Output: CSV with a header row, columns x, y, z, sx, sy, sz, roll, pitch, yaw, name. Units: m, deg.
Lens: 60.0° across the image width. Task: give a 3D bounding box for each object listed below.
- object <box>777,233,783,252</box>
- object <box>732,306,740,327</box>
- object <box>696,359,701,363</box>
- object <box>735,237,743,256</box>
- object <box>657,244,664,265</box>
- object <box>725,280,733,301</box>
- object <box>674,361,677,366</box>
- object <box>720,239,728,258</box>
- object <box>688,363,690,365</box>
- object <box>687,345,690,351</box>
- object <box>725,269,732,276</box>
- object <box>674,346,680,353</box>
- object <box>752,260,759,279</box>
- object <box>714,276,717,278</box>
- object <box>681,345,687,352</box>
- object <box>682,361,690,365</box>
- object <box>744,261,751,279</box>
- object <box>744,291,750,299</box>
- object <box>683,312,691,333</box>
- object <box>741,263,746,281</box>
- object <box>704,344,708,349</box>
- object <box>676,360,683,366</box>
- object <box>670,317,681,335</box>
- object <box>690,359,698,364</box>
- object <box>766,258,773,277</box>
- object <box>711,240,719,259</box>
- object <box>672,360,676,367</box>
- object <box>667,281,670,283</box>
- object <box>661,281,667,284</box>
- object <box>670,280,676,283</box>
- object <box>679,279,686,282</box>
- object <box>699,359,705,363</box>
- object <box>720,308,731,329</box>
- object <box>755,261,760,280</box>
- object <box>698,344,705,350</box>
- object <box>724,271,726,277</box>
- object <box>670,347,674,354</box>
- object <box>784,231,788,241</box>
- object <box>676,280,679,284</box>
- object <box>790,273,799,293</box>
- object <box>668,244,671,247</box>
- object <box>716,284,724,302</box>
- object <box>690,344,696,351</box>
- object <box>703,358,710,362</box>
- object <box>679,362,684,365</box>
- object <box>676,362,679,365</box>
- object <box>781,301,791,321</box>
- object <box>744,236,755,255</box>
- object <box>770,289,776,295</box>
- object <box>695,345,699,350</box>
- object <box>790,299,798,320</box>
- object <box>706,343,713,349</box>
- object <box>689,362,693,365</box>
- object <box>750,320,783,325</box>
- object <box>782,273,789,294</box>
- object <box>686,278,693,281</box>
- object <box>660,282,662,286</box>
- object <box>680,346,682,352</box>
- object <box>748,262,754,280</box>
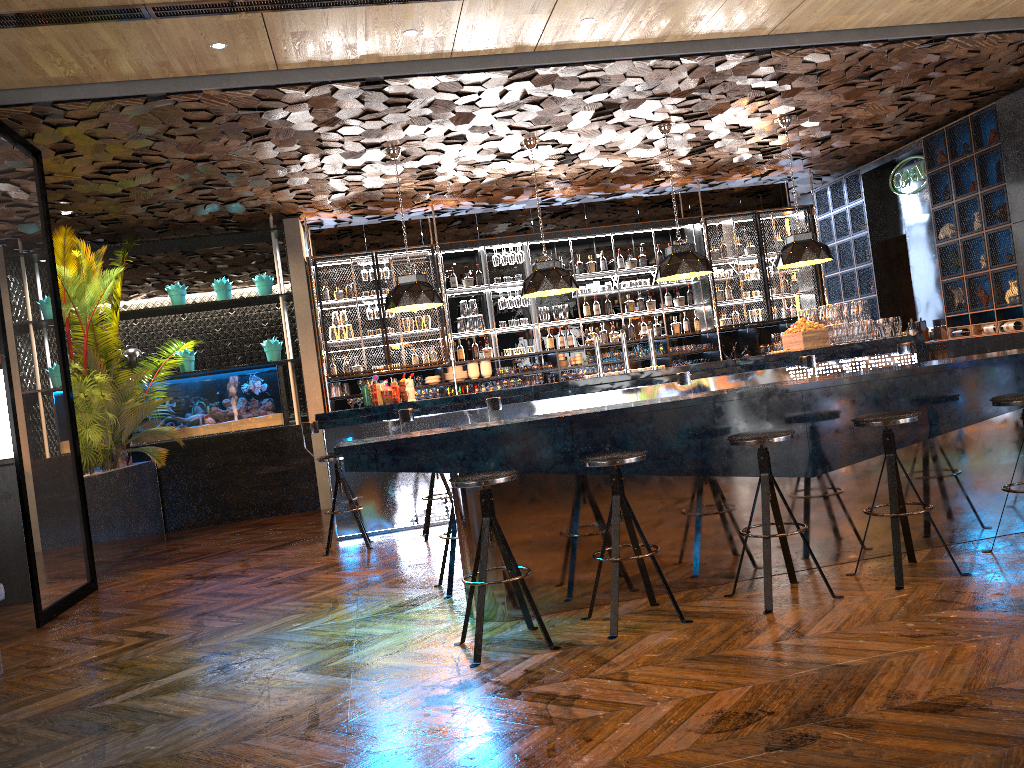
x,y,z,sx,sy,sz,roll,pitch,yaw,name
3.657,-1.929,12.127,0.083,0.282,0.083,-7,0,6,object
3.026,-0.913,12.009,0.086,0.299,0.086,-8,0,40,object
2.538,-0.262,11.973,0.107,0.152,0.107,-7,0,-3,object
3.074,-1.853,12.035,0.083,0.282,0.083,-7,0,-9,object
1.977,-1.718,11.863,0.086,0.299,0.086,-8,0,40,object
2.929,-1.265,12.012,0.086,0.298,0.086,-8,0,40,object
2.176,-0.225,11.800,0.089,0.174,0.089,-8,0,42,object
2.864,-1.833,12.004,0.086,0.297,0.086,-8,0,40,object
2.378,-0.239,11.955,0.106,0.148,0.106,-8,0,30,object
2.352,-0.474,11.789,0.084,0.082,0.084,-7,0,-3,object
2.918,-1.490,11.937,0.089,0.092,0.089,-8,0,42,object
2.172,-0.451,11.663,0.084,0.082,0.084,-7,0,-8,object
3.281,-1.548,11.968,0.092,0.244,0.092,-7,0,-15,object
2.710,-1.463,11.892,0.089,0.092,0.089,-8,0,17,object
2.268,-0.463,11.677,0.084,0.082,0.084,-7,0,9,object
2.302,-0.229,11.707,0.106,0.148,0.106,-7,0,10,object
3.173,-1.534,11.950,0.092,0.244,0.092,-7,0,-15,object
3.163,-1.195,11.949,0.089,0.092,0.089,-7,0,-25,object
2.338,-0.821,11.910,0.086,0.298,0.086,-8,0,40,object
3.148,-1.531,12.113,0.092,0.244,0.092,-7,0,-15,object
2.599,-0.501,11.815,0.098,0.070,0.088,-8,0,18,object
2.213,-0.230,11.708,0.089,0.174,0.089,-8,0,42,object
2.193,-0.777,11.872,0.151,0.248,0.094,-7,0,0,object
2.416,-0.244,11.727,0.106,0.148,0.106,-7,0,1,object
3.480,-1.574,11.999,0.092,0.244,0.092,-7,0,-15,object
2.721,-1.804,11.964,0.123,0.279,0.123,-7,0,0,object
2.117,-0.218,11.632,0.089,0.174,0.089,-8,0,42,object
2.109,-1.384,11.987,0.089,0.092,0.089,-7,0,-23,object
2.015,-1.372,11.796,0.089,0.092,0.089,-7,0,-23,object
2.152,-1.390,11.848,0.089,0.092,0.089,-7,0,-10,object
2.271,-1.406,11.828,0.089,0.092,0.089,-8,0,30,object
2.562,-0.265,11.846,0.107,0.152,0.107,-7,0,5,object
2.864,-0.880,11.966,0.123,0.279,0.123,-7,0,-20,object
3.352,-1.557,12.146,0.092,0.244,0.092,-7,0,-15,object
2.509,-0.489,11.752,0.088,0.070,0.098,-8,0,26,object
2.916,-1.489,12.103,0.089,0.092,0.089,-8,0,17,object
2.092,-0.440,11.653,0.084,0.082,0.084,-7,0,-17,object
3.789,-1.954,12.176,0.086,0.298,0.086,-8,0,45,object
2.215,-1.398,11.979,0.089,0.092,0.089,-7,0,-23,object
3.863,-1.380,12.147,0.083,0.282,0.083,-7,0,1,object
2.134,-1.738,11.917,0.086,0.298,0.086,-8,0,40,object
2.784,-1.221,11.974,0.151,0.248,0.094,-7,0,0,object
2.384,-0.479,11.695,0.084,0.082,0.084,-7,0,-27,object
2.581,-0.268,11.730,0.107,0.152,0.107,-8,0,17,object
2.286,-0.227,11.822,0.106,0.148,0.106,-8,0,23,object
2.265,-0.224,11.938,0.106,0.148,0.106,-7,0,10,object
3.738,-0.997,12.119,0.083,0.282,0.083,-7,0,-24,object
3.226,-1.871,12.060,0.123,0.279,0.123,-7,0,-5,object
3.544,-1.244,12.051,0.089,0.092,0.089,-7,0,-25,object
2.496,-0.487,11.849,0.088,0.070,0.098,-8,0,14,object
3.857,-1.020,12.152,0.086,0.298,0.086,-8,0,40,object
2.616,-0.504,11.719,0.088,0.070,0.098,-7,0,1,object
2.398,-0.242,11.842,0.106,0.148,0.106,-8,0,20,object
3.428,-0.823,12.011,0.437,0.019,0.273,-7,0,-9,object
3.728,-1.371,12.129,0.086,0.299,0.086,-8,0,40,object
2.369,-1.418,11.850,0.089,0.092,0.089,-7,0,-23,object
2.017,-1.372,11.938,0.089,0.092,0.089,-8,0,35,object
2.271,-0.463,11.776,0.084,0.082,0.084,-8,0,18,object
3.256,-1.545,12.130,0.092,0.244,0.092,-7,0,-15,object
